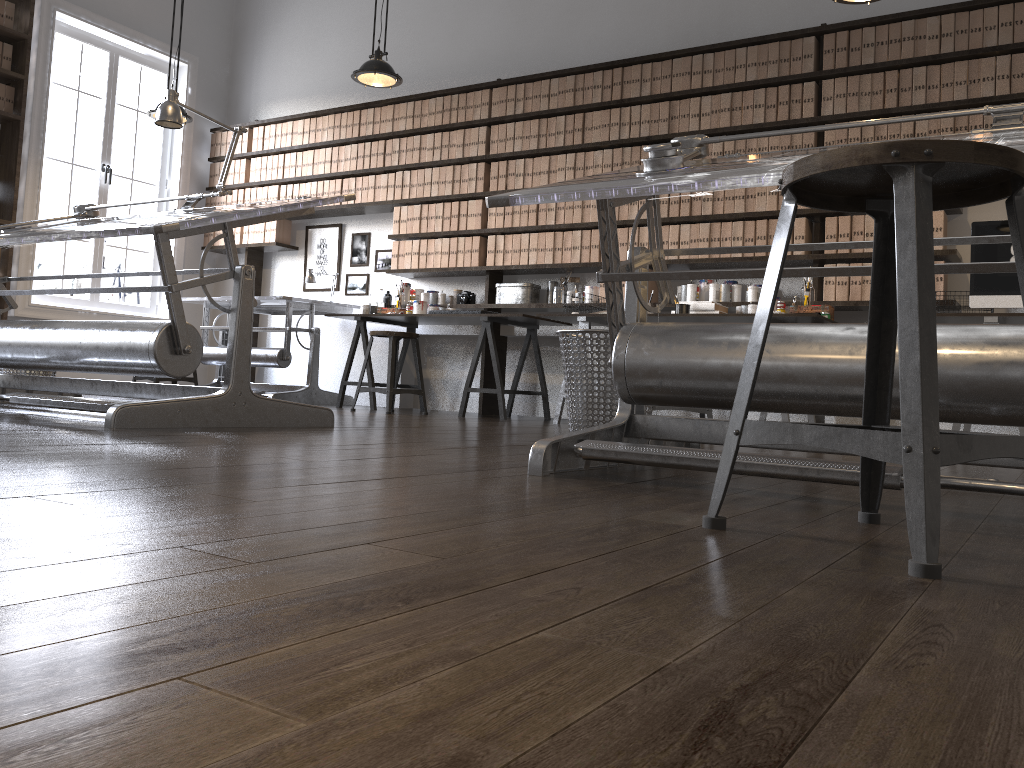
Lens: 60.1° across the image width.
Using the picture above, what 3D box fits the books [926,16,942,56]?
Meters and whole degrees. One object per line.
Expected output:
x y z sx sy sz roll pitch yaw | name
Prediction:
2.389 -1.933 5.001 0.067 0.226 0.174 1 -3 32 | books

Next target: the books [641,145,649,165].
0.920 -1.450 5.868 0.067 0.226 0.174 1 -3 32 | books

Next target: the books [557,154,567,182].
0.388 -1.475 6.205 0.067 0.226 0.174 1 -3 32 | books

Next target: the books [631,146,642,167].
0.860 -1.453 5.912 0.067 0.226 0.174 1 -3 32 | books

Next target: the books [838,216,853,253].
1.956 -0.853 5.168 0.067 0.226 0.174 1 -3 32 | books

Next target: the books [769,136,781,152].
1.631 -1.416 5.421 0.067 0.226 0.174 1 -3 32 | books

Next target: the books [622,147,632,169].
0.803 -1.456 5.945 0.067 0.226 0.174 1 -3 32 | books

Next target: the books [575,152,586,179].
0.510 -1.470 6.131 0.067 0.226 0.174 1 -3 32 | books

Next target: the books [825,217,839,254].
1.896 -0.855 5.212 0.067 0.226 0.174 1 -3 32 | books

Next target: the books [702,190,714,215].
1.271 -1.155 5.623 0.067 0.226 0.174 1 -3 32 | books

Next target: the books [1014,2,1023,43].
2.749 -1.915 4.771 0.067 0.226 0.174 1 -3 32 | books

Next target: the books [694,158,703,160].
1.221 -1.435 5.679 0.067 0.226 0.174 1 -3 32 | books

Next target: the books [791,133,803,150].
1.743 -1.410 5.356 0.067 0.226 0.174 1 -3 32 | books

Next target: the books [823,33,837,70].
1.917 -1.955 5.301 0.067 0.226 0.174 1 -3 32 | books

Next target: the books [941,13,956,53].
2.450 -1.930 4.961 0.067 0.226 0.174 1 -3 32 | books

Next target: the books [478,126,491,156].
-0.171 -1.778 6.578 0.067 0.226 0.174 1 -3 32 | books

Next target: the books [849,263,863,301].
2.002 -0.573 5.112 0.067 0.226 0.174 1 -3 32 | books

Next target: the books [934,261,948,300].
2.361 -0.555 4.894 0.067 0.226 0.174 1 -3 32 | books

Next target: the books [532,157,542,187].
0.222 -1.483 6.312 0.067 0.226 0.174 1 -3 32 | books

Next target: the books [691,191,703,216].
1.214 -1.158 5.665 0.067 0.226 0.174 1 -3 32 | books

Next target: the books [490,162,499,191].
-0.084 -1.498 6.505 0.067 0.226 0.174 1 -3 32 | books

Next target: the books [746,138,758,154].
1.514 -1.421 5.503 0.067 0.226 0.174 1 -3 32 | books

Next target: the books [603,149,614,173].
0.686 -1.461 6.014 0.067 0.226 0.174 1 -3 32 | books

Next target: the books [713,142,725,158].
1.332 -1.430 5.613 0.067 0.226 0.174 1 -3 32 | books

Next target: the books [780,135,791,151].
1.687 -1.413 5.386 0.067 0.226 0.174 1 -3 32 | books

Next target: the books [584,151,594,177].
0.570 -1.467 6.095 0.067 0.226 0.174 1 -3 32 | books

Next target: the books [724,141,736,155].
1.392 -1.427 5.573 0.067 0.226 0.174 1 -3 32 | books

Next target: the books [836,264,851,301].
1.941 -0.576 5.150 0.067 0.226 0.174 1 -3 32 | books

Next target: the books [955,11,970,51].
2.511 -1.927 4.927 0.067 0.226 0.174 1 -3 32 | books

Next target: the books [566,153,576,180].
0.448 -1.473 6.165 0.067 0.226 0.174 1 -3 32 | books

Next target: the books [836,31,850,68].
1.977 -1.953 5.257 0.067 0.226 0.174 1 -3 32 | books

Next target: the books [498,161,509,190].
-0.024 -1.495 6.461 0.067 0.226 0.174 1 -3 32 | books

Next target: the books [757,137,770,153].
1.571 -1.419 5.463 0.067 0.226 0.174 1 -3 32 | books

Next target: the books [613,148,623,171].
0.747 -1.458 5.975 0.067 0.226 0.174 1 -3 32 | books

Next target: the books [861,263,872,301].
2.058 -0.570 5.082 0.067 0.226 0.174 1 -3 32 | books

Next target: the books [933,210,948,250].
2.368 -0.833 4.912 0.067 0.226 0.174 1 -3 32 | books

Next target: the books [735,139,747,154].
1.454 -1.424 5.538 0.067 0.226 0.174 1 -3 32 | books

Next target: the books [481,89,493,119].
-0.151 -2.055 6.590 0.067 0.226 0.174 1 -3 32 | books

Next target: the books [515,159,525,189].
0.100 -1.489 6.384 0.067 0.226 0.174 1 -3 32 | books

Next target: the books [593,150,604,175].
0.627 -1.464 6.055 0.067 0.226 0.174 1 -3 32 | books

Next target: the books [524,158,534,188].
0.162 -1.486 6.350 0.067 0.226 0.174 1 -3 32 | books

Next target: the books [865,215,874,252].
2.080 -0.847 5.091 0.067 0.226 0.174 1 -3 32 | books

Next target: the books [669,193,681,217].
1.087 -1.164 5.744 0.067 0.226 0.174 1 -3 32 | books

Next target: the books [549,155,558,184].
0.335 -1.478 6.240 0.067 0.226 0.174 1 -3 32 | books

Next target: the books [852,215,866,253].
2.023 -0.849 5.133 0.067 0.226 0.174 1 -3 32 | books

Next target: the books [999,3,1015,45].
2.688 -1.918 4.810 0.067 0.226 0.174 1 -3 32 | books

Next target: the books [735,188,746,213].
1.448 -1.147 5.511 0.067 0.226 0.174 1 -3 32 | books

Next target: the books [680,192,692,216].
1.147 -1.161 5.700 0.067 0.226 0.174 1 -3 32 | books

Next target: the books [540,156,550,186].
0.276 -1.481 6.271 0.067 0.226 0.174 1 -3 32 | books

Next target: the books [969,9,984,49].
2.571 -1.924 4.892 0.067 0.226 0.174 1 -3 32 | books

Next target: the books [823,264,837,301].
1.881 -0.578 5.192 0.067 0.226 0.174 1 -3 32 | books

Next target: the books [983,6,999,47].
2.628 -1.921 4.851 0.067 0.226 0.174 1 -3 32 | books

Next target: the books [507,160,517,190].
0.042 -1.492 6.425 0.067 0.226 0.174 1 -3 32 | books

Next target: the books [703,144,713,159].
1.280 -1.433 5.647 0.067 0.226 0.174 1 -3 32 | books
